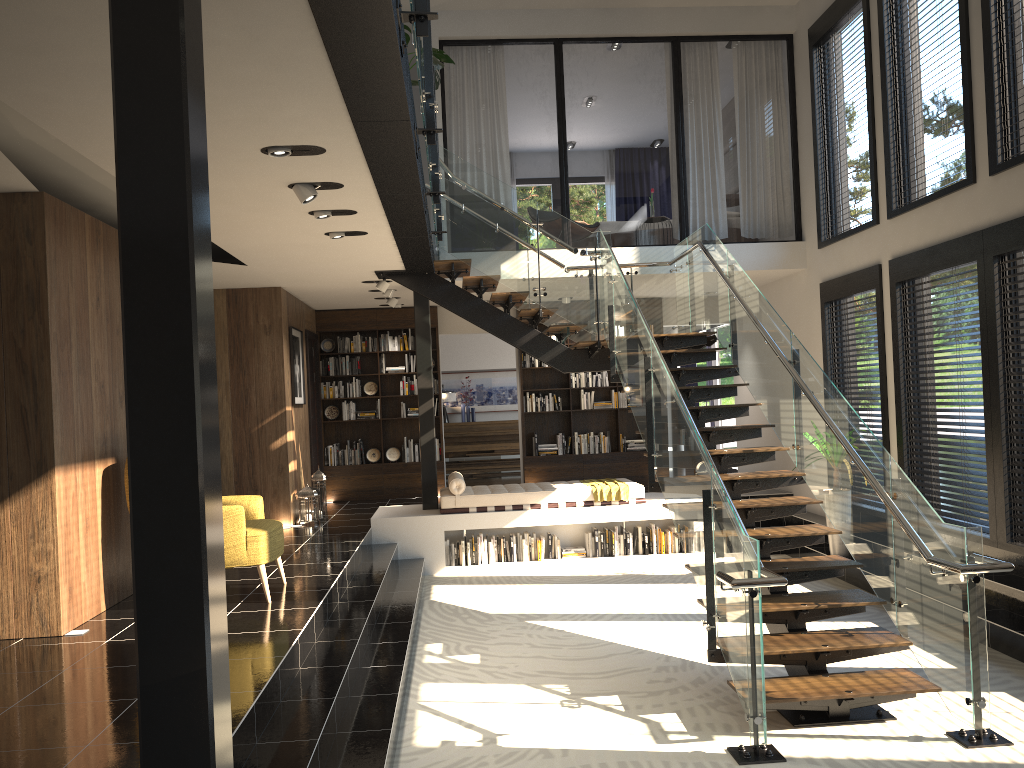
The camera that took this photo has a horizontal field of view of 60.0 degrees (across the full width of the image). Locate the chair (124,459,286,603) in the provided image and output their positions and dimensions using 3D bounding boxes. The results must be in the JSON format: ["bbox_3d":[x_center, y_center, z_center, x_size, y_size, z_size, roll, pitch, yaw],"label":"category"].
[{"bbox_3d":[-2.171,0.969,6.329,1.030,1.097,0.807,-2,-1,-5],"label":"chair"}]

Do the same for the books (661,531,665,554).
[{"bbox_3d":[1.675,1.770,9.958,0.025,0.249,0.208,-3,-1,-4],"label":"books"}]

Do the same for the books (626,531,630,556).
[{"bbox_3d":[1.289,1.785,9.946,0.036,0.253,0.178,-3,-1,-4],"label":"books"}]

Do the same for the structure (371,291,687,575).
[{"bbox_3d":[0.276,0.410,10.291,3.781,3.244,1.149,-2,0,-4],"label":"structure"}]

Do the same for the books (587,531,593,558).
[{"bbox_3d":[0.870,1.794,9.930,0.030,0.273,0.168,-3,-1,-4],"label":"books"}]

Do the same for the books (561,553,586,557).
[{"bbox_3d":[0.683,1.903,9.936,0.261,0.024,0.167,-2,-1,-7],"label":"books"}]

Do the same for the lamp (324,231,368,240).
[{"bbox_3d":[-1.326,-1.247,7.081,0.346,0.177,0.195,-2,-1,-4],"label":"lamp"}]

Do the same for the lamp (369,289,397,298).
[{"bbox_3d":[-1.554,-1.141,10.644,0.346,0.231,0.195,-2,-1,-4],"label":"lamp"}]

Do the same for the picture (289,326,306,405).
[{"bbox_3d":[-2.579,-0.208,10.683,0.028,0.911,0.748,-3,-1,-4],"label":"picture"}]

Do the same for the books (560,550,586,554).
[{"bbox_3d":[0.681,1.878,9.941,0.274,0.025,0.156,-2,-1,-7],"label":"books"}]

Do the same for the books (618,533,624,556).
[{"bbox_3d":[1.224,1.799,9.962,0.028,0.231,0.158,-3,-1,-4],"label":"books"}]

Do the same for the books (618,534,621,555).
[{"bbox_3d":[1.197,1.804,9.978,0.026,0.226,0.132,-3,-1,-4],"label":"books"}]

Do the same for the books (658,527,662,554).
[{"bbox_3d":[1.648,1.754,9.979,0.025,0.285,0.164,-3,-1,-4],"label":"books"}]

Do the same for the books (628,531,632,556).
[{"bbox_3d":[1.317,1.782,9.948,0.019,0.256,0.186,-3,-1,-4],"label":"books"}]

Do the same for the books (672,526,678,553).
[{"bbox_3d":[1.829,1.746,9.982,0.028,0.285,0.210,-3,-1,-4],"label":"books"}]

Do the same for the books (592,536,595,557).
[{"bbox_3d":[0.898,1.816,9.948,0.027,0.226,0.165,-3,-1,-4],"label":"books"}]

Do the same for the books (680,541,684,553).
[{"bbox_3d":[1.900,1.749,9.990,0.030,0.273,0.185,-3,-1,-4],"label":"books"}]

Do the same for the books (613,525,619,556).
[{"bbox_3d":[1.168,1.754,9.969,0.029,0.326,0.153,-3,0,-4],"label":"books"}]

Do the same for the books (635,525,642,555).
[{"bbox_3d":[1.426,1.750,9.971,0.027,0.312,0.189,-3,-1,-4],"label":"books"}]

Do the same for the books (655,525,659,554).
[{"bbox_3d":[1.625,1.746,9.980,0.021,0.302,0.167,-3,-1,-4],"label":"books"}]

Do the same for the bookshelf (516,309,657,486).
[{"bbox_3d":[1.163,0.153,12.769,2.090,2.682,0.273,-2,0,-4],"label":"bookshelf"}]

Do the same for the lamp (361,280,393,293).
[{"bbox_3d":[-1.503,-1.143,9.871,0.346,0.262,0.195,-2,-1,-4],"label":"lamp"}]

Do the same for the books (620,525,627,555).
[{"bbox_3d":[1.253,1.755,9.960,0.033,0.318,0.152,-3,0,-4],"label":"books"}]

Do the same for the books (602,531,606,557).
[{"bbox_3d":[1.027,1.789,9.944,0.029,0.268,0.146,-3,-1,-4],"label":"books"}]

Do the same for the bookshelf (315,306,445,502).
[{"bbox_3d":[-1.853,0.282,12.571,1.703,2.682,0.273,-2,0,-4],"label":"bookshelf"}]

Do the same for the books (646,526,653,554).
[{"bbox_3d":[1.549,1.759,9.996,0.026,0.284,0.177,-3,-1,-4],"label":"books"}]

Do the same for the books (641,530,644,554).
[{"bbox_3d":[1.455,1.777,9.986,0.030,0.256,0.160,-3,-1,-4],"label":"books"}]

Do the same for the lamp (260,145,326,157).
[{"bbox_3d":[-1.175,-1.308,4.759,0.346,0.158,0.195,-2,-1,-4],"label":"lamp"}]

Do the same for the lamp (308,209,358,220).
[{"bbox_3d":[-1.275,-1.264,6.306,0.346,0.177,0.195,-2,-1,-4],"label":"lamp"}]

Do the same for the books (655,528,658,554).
[{"bbox_3d":[1.603,1.757,9.975,0.023,0.283,0.175,-3,-1,-4],"label":"books"}]

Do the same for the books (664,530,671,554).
[{"bbox_3d":[1.745,1.769,9.963,0.024,0.246,0.212,-3,-1,-4],"label":"books"}]

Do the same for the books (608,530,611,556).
[{"bbox_3d":[1.087,1.786,9.985,0.026,0.270,0.128,-3,0,-4],"label":"books"}]

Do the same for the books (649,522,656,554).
[{"bbox_3d":[1.577,1.732,9.965,0.028,0.334,0.205,-3,-1,-4],"label":"books"}]

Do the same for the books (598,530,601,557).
[{"bbox_3d":[0.968,1.784,9.958,0.030,0.284,0.176,-3,-1,-4],"label":"books"}]

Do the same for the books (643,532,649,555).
[{"bbox_3d":[1.488,1.789,9.957,0.032,0.229,0.228,-3,-1,-4],"label":"books"}]

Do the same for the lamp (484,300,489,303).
[{"bbox_3d":[-0.410,-1.197,12.287,0.195,0.158,0.346,-2,-1,-4],"label":"lamp"}]

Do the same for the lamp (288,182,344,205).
[{"bbox_3d":[-1.224,-1.246,5.533,0.346,0.247,0.195,-2,-1,-4],"label":"lamp"}]

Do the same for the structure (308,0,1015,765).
[{"bbox_3d":[0.574,-0.082,6.518,3.447,4.868,7.281,-2,-1,-5],"label":"structure"}]

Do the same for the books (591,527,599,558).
[{"bbox_3d":[0.932,1.769,9.922,0.043,0.316,0.209,-3,-1,-4],"label":"books"}]

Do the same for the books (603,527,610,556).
[{"bbox_3d":[1.058,1.769,9.950,0.035,0.305,0.151,-3,0,-4],"label":"books"}]

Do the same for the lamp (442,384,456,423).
[{"bbox_3d":[-1.232,0.362,16.024,0.470,0.725,0.470,-2,-1,-11],"label":"lamp"}]

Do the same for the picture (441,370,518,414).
[{"bbox_3d":[0.183,0.117,16.372,3.543,0.748,0.035,-2,0,-4],"label":"picture"}]

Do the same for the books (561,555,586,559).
[{"bbox_3d":[0.684,1.927,9.936,0.257,0.024,0.167,-2,-1,-4],"label":"books"}]

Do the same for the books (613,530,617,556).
[{"bbox_3d":[1.142,1.783,9.947,0.027,0.270,0.188,-3,-1,-4],"label":"books"}]

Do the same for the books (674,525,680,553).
[{"bbox_3d":[1.862,1.723,9.999,0.042,0.328,0.205,-3,-1,-4],"label":"books"}]

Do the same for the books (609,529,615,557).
[{"bbox_3d":[1.117,1.775,9.925,0.026,0.287,0.204,-3,-1,-4],"label":"books"}]

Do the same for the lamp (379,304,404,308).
[{"bbox_3d":[-1.656,-1.134,12.194,0.346,0.177,0.195,-2,-1,-4],"label":"lamp"}]

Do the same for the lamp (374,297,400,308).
[{"bbox_3d":[-1.604,-1.108,11.417,0.346,0.262,0.195,-2,-1,-4],"label":"lamp"}]

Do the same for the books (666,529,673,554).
[{"bbox_3d":[1.767,1.767,9.970,0.021,0.248,0.198,-3,-1,-4],"label":"books"}]

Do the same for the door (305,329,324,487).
[{"bbox_3d":[-2.676,0.480,11.896,0.104,2.347,0.931,-3,0,-4],"label":"door"}]

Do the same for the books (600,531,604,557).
[{"bbox_3d":[0.999,1.790,9.934,0.029,0.268,0.173,-3,-1,-4],"label":"books"}]

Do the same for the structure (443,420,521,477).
[{"bbox_3d":[-0.172,1.149,16.149,6.276,0.981,0.886,-2,-1,-4],"label":"structure"}]

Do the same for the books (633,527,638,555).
[{"bbox_3d":[1.379,1.761,9.982,0.066,0.293,0.142,-3,0,-4],"label":"books"}]

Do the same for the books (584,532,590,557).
[{"bbox_3d":[0.840,1.801,9.956,0.026,0.263,0.156,-3,-1,-4],"label":"books"}]

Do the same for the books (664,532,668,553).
[{"bbox_3d":[1.721,1.786,9.994,0.022,0.216,0.137,-3,-1,-4],"label":"books"}]

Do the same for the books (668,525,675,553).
[{"bbox_3d":[1.795,1.748,9.999,0.039,0.284,0.199,-3,-1,-4],"label":"books"}]
